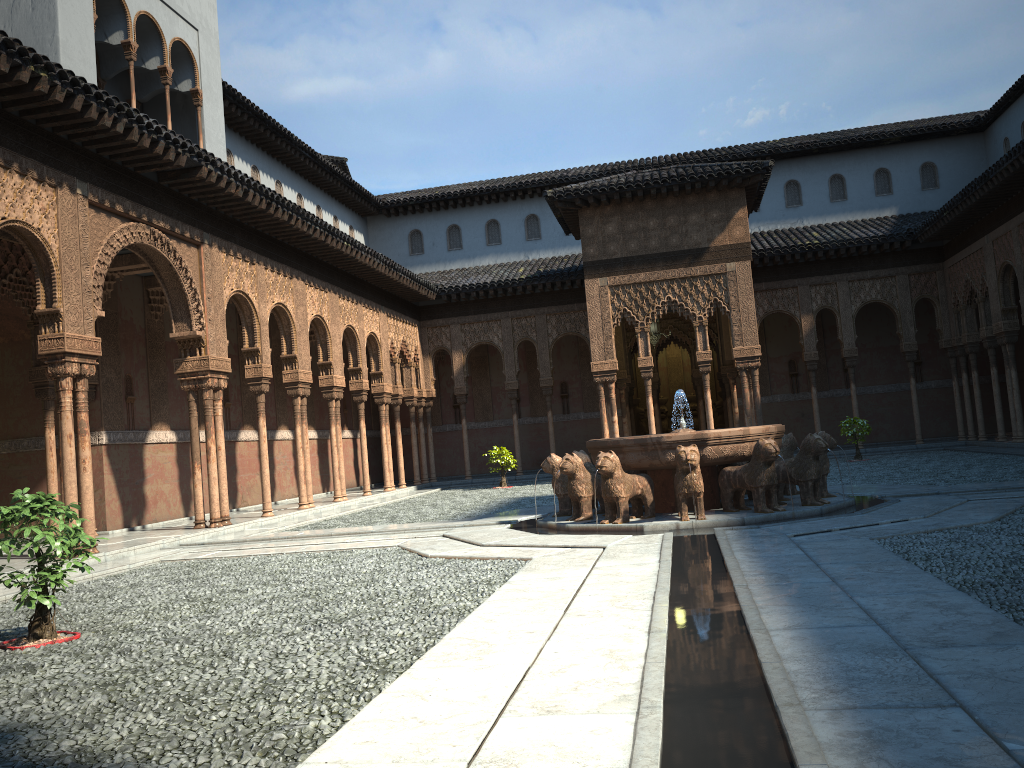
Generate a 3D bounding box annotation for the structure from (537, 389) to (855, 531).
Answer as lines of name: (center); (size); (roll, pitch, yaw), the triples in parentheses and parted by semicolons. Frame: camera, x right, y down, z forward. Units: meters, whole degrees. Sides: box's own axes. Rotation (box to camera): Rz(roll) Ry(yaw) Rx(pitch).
structure: (2.617, 1.072, 13.409); (4.508, 1.991, 4.508); (-6, -4, 10)
